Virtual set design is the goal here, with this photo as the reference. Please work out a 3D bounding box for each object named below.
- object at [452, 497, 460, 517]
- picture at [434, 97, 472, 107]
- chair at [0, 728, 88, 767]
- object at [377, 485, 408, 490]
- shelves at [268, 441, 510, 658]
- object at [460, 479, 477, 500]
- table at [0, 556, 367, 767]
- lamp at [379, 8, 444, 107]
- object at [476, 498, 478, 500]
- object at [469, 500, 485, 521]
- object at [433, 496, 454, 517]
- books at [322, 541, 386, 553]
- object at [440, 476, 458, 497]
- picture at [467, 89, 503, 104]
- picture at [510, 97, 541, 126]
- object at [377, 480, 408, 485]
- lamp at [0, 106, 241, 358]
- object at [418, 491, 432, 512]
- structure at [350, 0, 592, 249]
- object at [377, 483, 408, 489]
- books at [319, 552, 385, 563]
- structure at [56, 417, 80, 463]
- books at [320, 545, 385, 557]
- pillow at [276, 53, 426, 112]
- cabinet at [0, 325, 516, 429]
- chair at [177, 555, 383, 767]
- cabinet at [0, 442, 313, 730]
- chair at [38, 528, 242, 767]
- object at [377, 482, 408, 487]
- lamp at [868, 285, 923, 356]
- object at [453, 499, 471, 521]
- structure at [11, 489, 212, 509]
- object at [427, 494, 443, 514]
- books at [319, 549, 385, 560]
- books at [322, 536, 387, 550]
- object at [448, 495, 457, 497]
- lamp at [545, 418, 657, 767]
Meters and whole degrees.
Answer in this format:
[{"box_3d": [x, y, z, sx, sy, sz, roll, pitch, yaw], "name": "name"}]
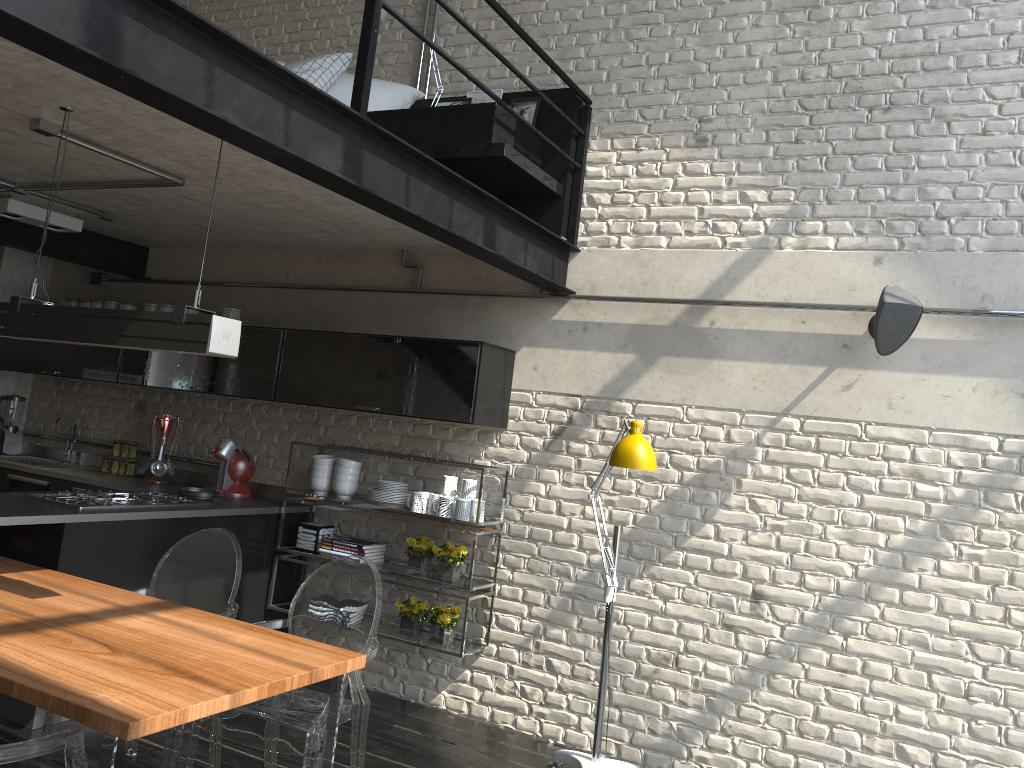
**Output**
[{"box_3d": [-0.289, 0.646, 4.647, 0.083, 0.101, 0.108, 2, -7, 41], "name": "object"}, {"box_3d": [-0.359, -1.507, 5.063, 0.244, 0.277, 0.046, 4, -7, 27], "name": "picture"}, {"box_3d": [-1.349, 0.997, 2.098, 0.541, 0.947, 0.585, 4, -6, 27], "name": "chair"}, {"box_3d": [-0.654, 0.575, 4.826, 0.171, 0.030, 0.169, 5, -4, 32], "name": "object"}, {"box_3d": [-0.683, 0.847, 4.802, 1.252, 0.933, 0.285, 4, -7, 27], "name": "shelves"}, {"box_3d": [-0.221, 0.551, 4.621, 0.083, 0.101, 0.107, 5, -5, 16], "name": "object"}, {"box_3d": [-1.903, 1.087, 3.017, 2.678, 0.738, 0.920, 5, -5, 27], "name": "table"}, {"box_3d": [-0.601, -1.749, 4.888, 0.481, 0.693, 0.169, 7, -6, -7], "name": "lamp"}, {"box_3d": [-0.208, 0.657, 4.692, 0.082, 0.101, 0.108, 9, -5, -29], "name": "object"}, {"box_3d": [-0.191, 0.654, 4.590, 0.083, 0.101, 0.108, 2, -7, 41], "name": "object"}, {"box_3d": [-0.352, 0.636, 4.603, 0.082, 0.101, 0.108, 9, -5, -29], "name": "object"}, {"box_3d": [-0.871, 0.896, 4.892, 0.293, 0.021, 0.209, 5, -3, 27], "name": "books"}, {"box_3d": [-0.340, 0.540, 4.684, 0.083, 0.101, 0.108, 2, -7, 41], "name": "object"}, {"box_3d": [-0.176, -1.509, 4.990, 0.227, 0.316, 0.033, 4, -7, 27], "name": "picture"}, {"box_3d": [0.054, -1.457, 4.854, 0.175, 0.251, 0.055, 4, -7, 27], "name": "picture"}, {"box_3d": [-0.651, 0.549, 4.829, 0.171, 0.030, 0.169, 5, -4, 32], "name": "object"}, {"box_3d": [-1.313, -0.570, 3.002, 1.090, 0.896, 0.124, 4, -7, 27], "name": "lamp"}, {"box_3d": [-0.476, 0.630, 4.758, 0.082, 0.101, 0.108, 9, -5, -29], "name": "object"}, {"box_3d": [-2.283, -0.263, 3.327, 3.793, 3.362, 4.747, 4, -5, 27], "name": "structure"}, {"box_3d": [-0.653, 0.566, 4.827, 0.171, 0.030, 0.169, 5, -4, 32], "name": "object"}, {"box_3d": [-0.880, 0.954, 4.880, 0.293, 0.021, 0.209, 5, -3, 27], "name": "books"}, {"box_3d": [-3.109, 0.387, 6.127, 0.089, 0.313, 0.175, 3, -7, 27], "name": "structure"}, {"box_3d": [-0.875, 0.915, 4.885, 0.293, 0.021, 0.209, 5, -3, 25], "name": "books"}, {"box_3d": [-1.731, -1.649, 5.139, 2.141, 0.738, 1.135, 5, -4, 25], "name": "pillow"}, {"box_3d": [-1.821, -0.144, 5.493, 3.901, 0.424, 0.396, 5, -5, 27], "name": "cabinet"}, {"box_3d": [-0.764, 1.124, 3.201, 0.541, 0.947, 0.585, 4, -6, 22], "name": "chair"}, {"box_3d": [-2.988, 0.913, 4.747, 2.751, 1.011, 2.413, 5, -4, 27], "name": "cabinet"}, {"box_3d": [-1.371, 1.068, 3.481, 0.541, 0.947, 0.585, 5, -6, 12], "name": "chair"}, {"box_3d": [-0.652, 0.557, 4.828, 0.171, 0.030, 0.169, 5, -4, 32], "name": "object"}, {"box_3d": [1.643, -0.272, 3.841, 0.178, 0.308, 0.355, 6, -5, 9], "name": "lamp"}, {"box_3d": [-0.251, 0.645, 4.550, 0.083, 0.101, 0.107, 5, -5, 16], "name": "object"}, {"box_3d": [-1.999, 0.575, 4.481, 0.503, 0.026, 0.805, 5, -3, 27], "name": "structure"}, {"box_3d": [-0.396, 0.635, 4.687, 0.083, 0.101, 0.107, 5, -5, 16], "name": "object"}, {"box_3d": [-0.881, 0.933, 4.877, 0.293, 0.021, 0.209, 5, -3, 27], "name": "books"}, {"box_3d": [-0.871, 0.876, 4.890, 0.293, 0.021, 0.210, 5, -4, 30], "name": "books"}, {"box_3d": [-0.330, 0.646, 4.749, 0.083, 0.101, 0.107, 4, -5, 26], "name": "object"}, {"box_3d": [0.860, 0.992, 3.563, 1.573, 1.629, 0.625, 3, -7, 40], "name": "lamp"}]
